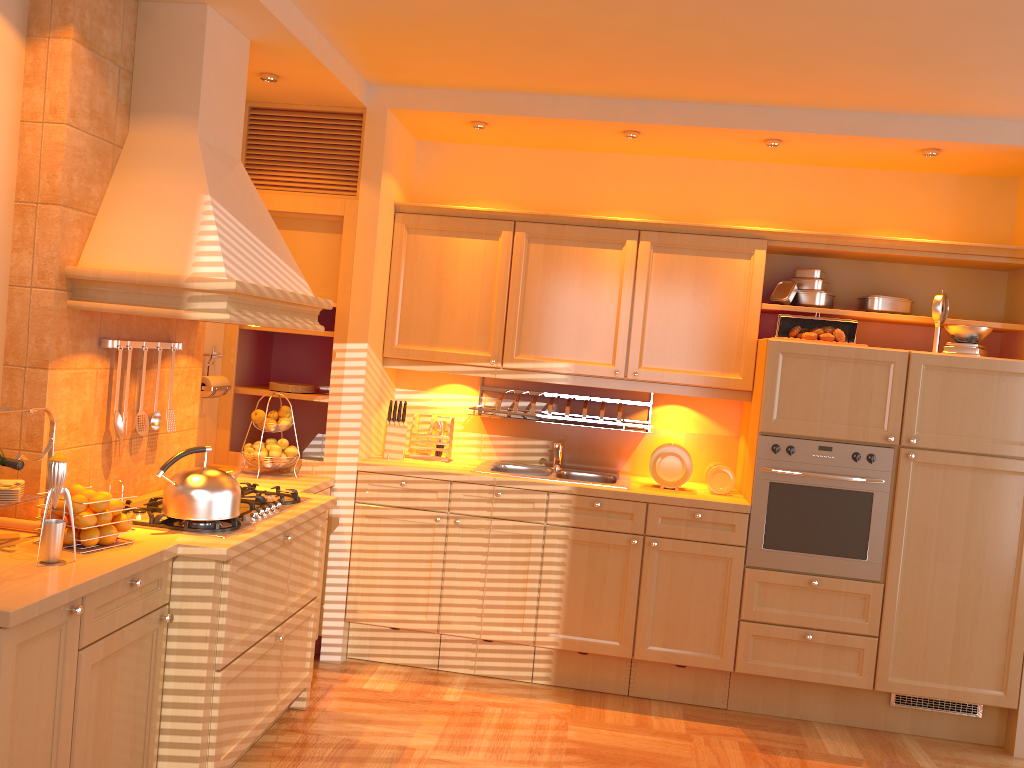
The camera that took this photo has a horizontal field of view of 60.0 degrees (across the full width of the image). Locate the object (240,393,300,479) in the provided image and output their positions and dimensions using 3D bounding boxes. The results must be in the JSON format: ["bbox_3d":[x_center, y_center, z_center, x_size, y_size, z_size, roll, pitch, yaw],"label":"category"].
[{"bbox_3d":[-1.090,0.228,4.031,0.265,0.376,0.265,4,2,-34],"label":"object"}]

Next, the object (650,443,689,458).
[{"bbox_3d":[0.777,0.389,4.338,0.205,0.200,0.049,6,2,9],"label":"object"}]

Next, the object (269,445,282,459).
[{"bbox_3d":[-1.050,0.302,3.937,0.056,0.063,0.065,5,2,-17],"label":"object"}]

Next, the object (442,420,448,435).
[{"bbox_3d":[-0.361,0.281,4.528,0.042,0.192,0.040,4,2,-33],"label":"object"}]

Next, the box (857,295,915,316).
[{"bbox_3d":[1.797,-0.373,4.275,0.242,0.090,0.169,5,2,-12],"label":"box"}]

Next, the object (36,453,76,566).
[{"bbox_3d":[-1.202,0.324,2.314,0.101,0.288,0.088,5,2,7],"label":"object"}]

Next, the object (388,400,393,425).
[{"bbox_3d":[-0.604,0.210,4.357,0.019,0.265,0.037,4,2,-29],"label":"object"}]

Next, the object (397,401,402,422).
[{"bbox_3d":[-0.561,0.214,4.373,0.019,0.265,0.038,5,2,-10],"label":"object"}]

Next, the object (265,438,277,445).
[{"bbox_3d":[-1.095,0.267,4.034,0.050,0.048,0.051,7,3,40],"label":"object"}]

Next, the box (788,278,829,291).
[{"bbox_3d":[1.444,-0.476,4.323,0.177,0.066,0.124,7,3,43],"label":"box"}]

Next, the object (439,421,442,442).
[{"bbox_3d":[-0.364,0.285,4.489,0.017,0.196,0.020,7,2,33],"label":"object"}]

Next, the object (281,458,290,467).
[{"bbox_3d":[-1.045,0.346,4.046,0.063,0.061,0.064,5,2,-15],"label":"object"}]

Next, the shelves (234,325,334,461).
[{"bbox_3d":[-1.056,0.076,4.486,0.600,0.702,0.582,5,2,7],"label":"shelves"}]

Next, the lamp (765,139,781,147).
[{"bbox_3d":[1.189,-1.096,4.041,0.070,0.021,0.070,4,2,-32],"label":"lamp"}]

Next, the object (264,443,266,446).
[{"bbox_3d":[-1.126,0.297,4.070,0.058,0.055,0.059,6,2,14],"label":"object"}]

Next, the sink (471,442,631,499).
[{"bbox_3d":[0.204,0.450,4.327,0.746,0.336,0.465,5,2,7],"label":"sink"}]

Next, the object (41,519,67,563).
[{"bbox_3d":[-1.208,0.414,2.332,0.060,0.106,0.060,4,2,-25],"label":"object"}]

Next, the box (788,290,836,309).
[{"bbox_3d":[1.438,-0.407,4.326,0.242,0.090,0.169,7,3,43],"label":"box"}]

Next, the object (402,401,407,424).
[{"bbox_3d":[-0.539,0.216,4.380,0.019,0.265,0.037,5,2,-10],"label":"object"}]

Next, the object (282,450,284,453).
[{"bbox_3d":[-1.065,0.298,4.067,0.057,0.059,0.058,4,2,-29],"label":"object"}]

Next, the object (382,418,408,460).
[{"bbox_3d":[-0.578,0.270,4.385,0.100,0.200,0.070,4,2,-19],"label":"object"}]

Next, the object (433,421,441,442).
[{"bbox_3d":[-0.378,0.281,4.481,0.042,0.192,0.040,4,2,-32],"label":"object"}]

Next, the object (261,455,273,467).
[{"bbox_3d":[-1.101,0.347,3.986,0.052,0.056,0.057,4,2,-31],"label":"object"}]

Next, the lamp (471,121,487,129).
[{"bbox_3d":[-0.157,-1.224,4.202,0.070,0.021,0.070,4,2,-32],"label":"lamp"}]

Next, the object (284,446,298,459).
[{"bbox_3d":[-0.999,0.309,4.016,0.064,0.060,0.063,6,2,22],"label":"object"}]

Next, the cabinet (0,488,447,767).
[{"bbox_3d":[-1.000,0.909,3.357,1.141,0.840,2.850,5,2,7],"label":"cabinet"}]

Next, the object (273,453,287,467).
[{"bbox_3d":[-1.041,0.339,3.980,0.064,0.062,0.064,5,2,-6],"label":"object"}]

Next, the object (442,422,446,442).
[{"bbox_3d":[-0.353,0.286,4.492,0.022,0.196,0.018,6,2,11],"label":"object"}]

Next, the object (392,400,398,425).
[{"bbox_3d":[-0.584,0.212,4.365,0.019,0.265,0.038,5,2,-10],"label":"object"}]

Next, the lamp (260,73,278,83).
[{"bbox_3d":[-1.022,-1.286,3.728,0.070,0.021,0.070,5,2,-10],"label":"lamp"}]

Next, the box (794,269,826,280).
[{"bbox_3d":[1.449,-0.530,4.321,0.140,0.052,0.098,7,3,43],"label":"box"}]

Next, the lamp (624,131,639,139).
[{"bbox_3d":[0.555,-1.156,4.120,0.070,0.021,0.070,3,3,-44],"label":"lamp"}]

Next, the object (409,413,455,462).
[{"bbox_3d":[-0.406,0.270,4.524,0.200,0.221,0.103,5,2,7],"label":"object"}]

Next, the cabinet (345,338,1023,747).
[{"bbox_3d":[0.787,0.608,4.248,3.000,1.700,0.625,5,2,7],"label":"cabinet"}]

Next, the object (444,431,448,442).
[{"bbox_3d":[-0.342,0.296,4.508,0.044,0.178,0.019,5,2,-16],"label":"object"}]

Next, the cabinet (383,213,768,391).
[{"bbox_3d":[0.299,-0.409,4.432,1.792,0.712,0.332,5,2,7],"label":"cabinet"}]

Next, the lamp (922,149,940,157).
[{"bbox_3d":[1.869,-1.031,3.959,0.070,0.021,0.070,4,2,-32],"label":"lamp"}]

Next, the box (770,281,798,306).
[{"bbox_3d":[1.308,-0.436,4.264,0.098,0.129,0.117,7,3,43],"label":"box"}]

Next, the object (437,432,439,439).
[{"bbox_3d":[-0.376,0.292,4.525,0.019,0.178,0.044,5,2,3],"label":"object"}]

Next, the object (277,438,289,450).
[{"bbox_3d":[-1.035,0.272,4.009,0.050,0.052,0.049,6,2,14],"label":"object"}]

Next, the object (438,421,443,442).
[{"bbox_3d":[-0.367,0.284,4.510,0.018,0.196,0.023,6,2,11],"label":"object"}]
